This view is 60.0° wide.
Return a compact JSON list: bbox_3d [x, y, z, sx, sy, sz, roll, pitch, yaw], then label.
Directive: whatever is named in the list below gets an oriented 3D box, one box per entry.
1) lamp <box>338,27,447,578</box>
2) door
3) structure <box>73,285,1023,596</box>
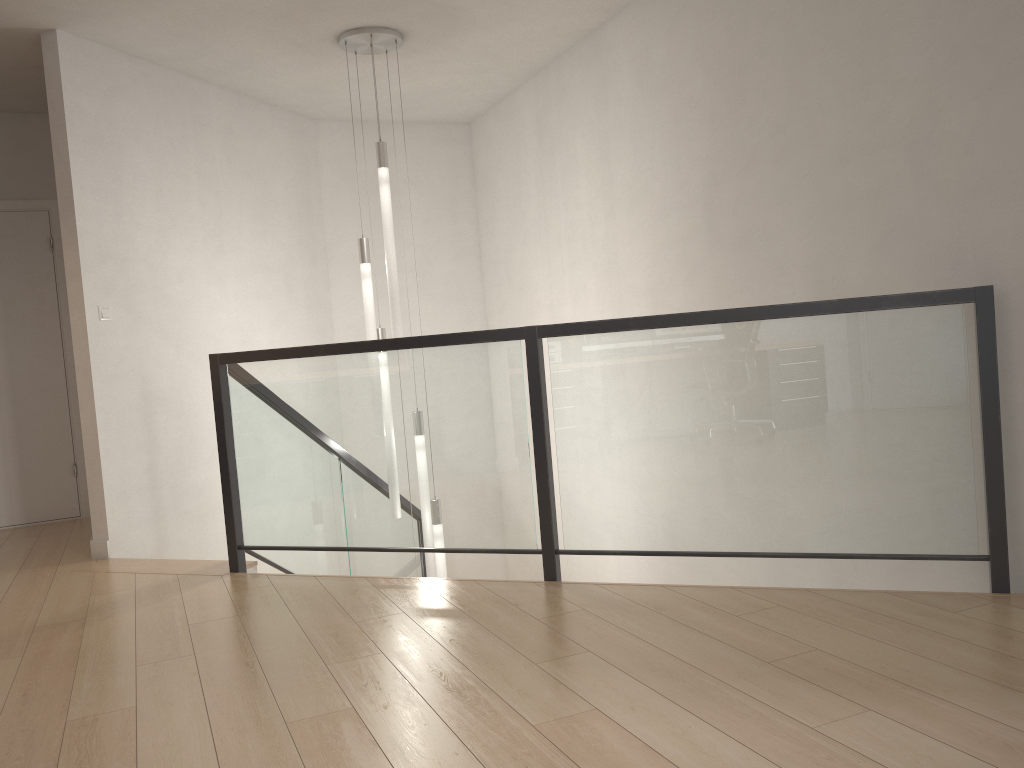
[{"bbox_3d":[-0.721,-1.075,5.000,0.359,6.725,0.359,-4,3,13],"label":"lamp"},{"bbox_3d":[-3.367,-0.118,5.755,0.974,2.136,0.085,-6,3,-23],"label":"door"},{"bbox_3d":[0.388,1.858,4.925,4.190,4.339,2.823,-4,3,22],"label":"structure"}]
